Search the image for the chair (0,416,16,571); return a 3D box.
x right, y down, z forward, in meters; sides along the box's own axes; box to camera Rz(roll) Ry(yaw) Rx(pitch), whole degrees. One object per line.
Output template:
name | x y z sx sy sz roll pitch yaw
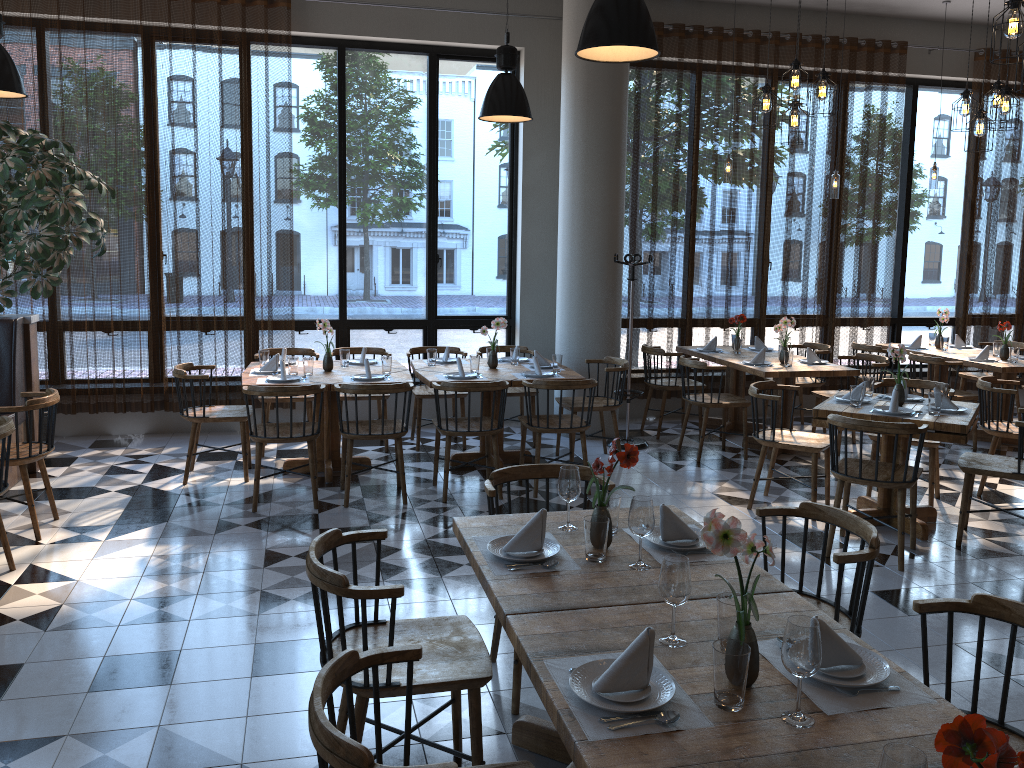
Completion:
chair | -2.736 0.601 4.339 0.550 0.813 0.522 -1 8 -13

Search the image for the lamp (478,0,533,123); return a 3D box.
lamp | -0.030 -2.788 6.143 0.391 1.855 0.392 -4 8 -36

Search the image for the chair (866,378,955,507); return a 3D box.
chair | 2.739 0.405 6.131 0.520 0.813 0.551 6 9 31

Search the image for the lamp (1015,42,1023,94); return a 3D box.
lamp | 2.402 -2.351 3.898 0.175 2.060 0.176 2 7 4

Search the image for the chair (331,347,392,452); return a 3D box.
chair | -1.270 0.127 7.440 0.519 0.813 0.552 -1 8 -13

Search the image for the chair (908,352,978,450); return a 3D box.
chair | 3.799 0.145 7.860 0.550 0.813 0.522 -1 8 -13

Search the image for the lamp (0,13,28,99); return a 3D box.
lamp | -3.209 -2.720 5.389 0.390 1.855 0.392 1 7 -1

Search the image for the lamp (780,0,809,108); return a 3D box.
lamp | 1.932 -2.913 5.897 0.175 2.060 0.176 -3 8 -27

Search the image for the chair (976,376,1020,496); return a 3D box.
chair | 3.603 0.387 6.336 0.550 0.813 0.521 6 9 31

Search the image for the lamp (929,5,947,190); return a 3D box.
lamp | 4.115 -2.862 8.508 0.078 1.954 0.078 0 7 -6

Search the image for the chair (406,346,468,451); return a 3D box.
chair | -0.637 0.113 7.590 0.519 0.813 0.552 -1 8 -13

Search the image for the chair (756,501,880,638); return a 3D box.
chair | 0.939 0.869 3.056 0.550 0.813 0.522 -1 8 -13

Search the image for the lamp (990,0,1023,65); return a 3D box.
lamp | 2.390 -2.557 4.091 0.175 2.060 0.176 0 7 -7

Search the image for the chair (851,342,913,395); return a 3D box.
chair | 3.604 0.011 8.675 0.550 0.813 0.522 -1 8 -13

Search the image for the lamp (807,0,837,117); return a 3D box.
lamp | 2.134 -2.860 5.949 0.175 2.060 0.175 -4 9 -38

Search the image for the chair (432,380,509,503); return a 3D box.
chair | -0.301 0.354 6.127 0.519 0.813 0.552 -1 8 -13

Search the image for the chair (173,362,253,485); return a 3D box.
chair | -2.164 0.271 6.447 0.550 0.813 0.522 -1 8 -13

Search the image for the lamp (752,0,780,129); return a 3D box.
lamp | 1.843 -2.874 6.274 0.175 2.060 0.175 5 8 29

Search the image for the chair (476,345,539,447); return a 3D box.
chair | -0.042 0.101 7.731 0.519 0.813 0.552 -1 8 -13

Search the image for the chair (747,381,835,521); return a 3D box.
chair | 1.852 0.424 5.920 0.550 0.813 0.521 6 9 31

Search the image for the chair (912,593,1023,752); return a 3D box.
chair | 1.139 1.007 2.219 0.550 0.813 0.522 -1 8 -13

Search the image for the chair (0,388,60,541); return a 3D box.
chair | -2.934 0.464 5.168 0.550 0.813 0.522 -1 8 -13

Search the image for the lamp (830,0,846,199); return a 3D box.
lamp | 3.069 -2.727 8.274 0.078 1.954 0.078 4 8 27

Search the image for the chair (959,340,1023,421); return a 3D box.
chair | 4.875 -0.016 8.976 0.550 0.813 0.522 -1 8 -13

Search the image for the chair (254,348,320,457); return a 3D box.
chair | -1.849 0.139 7.303 0.519 0.813 0.552 -1 8 -13

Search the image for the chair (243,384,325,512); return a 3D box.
chair | -1.495 0.380 5.844 0.519 0.813 0.552 -1 8 -13

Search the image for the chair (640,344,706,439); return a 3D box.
chair | 1.462 0.056 8.166 0.550 0.813 0.522 -1 8 -13

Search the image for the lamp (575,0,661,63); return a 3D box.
lamp | 0.497 -2.424 3.938 0.390 1.855 0.392 -2 8 -26

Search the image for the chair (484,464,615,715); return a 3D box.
chair | 0.159 0.782 3.518 0.519 0.813 0.552 -1 8 -13

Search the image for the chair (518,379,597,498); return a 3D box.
chair | 0.312 0.341 6.273 0.519 0.813 0.552 -1 8 -13

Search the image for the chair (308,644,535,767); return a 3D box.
chair | -0.154 1.035 1.912 0.550 0.813 0.522 -1 8 -13

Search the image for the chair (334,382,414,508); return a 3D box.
chair | -0.934 0.368 5.977 0.519 0.813 0.552 -1 8 -13

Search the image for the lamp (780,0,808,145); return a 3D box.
lamp | 2.005 -2.718 6.142 0.175 2.060 0.176 -3 8 -27

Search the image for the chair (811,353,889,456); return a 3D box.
chair | 2.927 0.164 7.652 0.550 0.813 0.522 -1 8 -13

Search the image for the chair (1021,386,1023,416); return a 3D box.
chair | 5.069 0.118 8.161 0.550 0.813 0.522 -1 8 -13

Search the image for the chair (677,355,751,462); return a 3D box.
chair | 1.657 0.191 7.351 0.550 0.813 0.522 -1 8 -13

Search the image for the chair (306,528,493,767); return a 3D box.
chair | -0.354 0.897 2.750 0.550 0.813 0.522 -1 8 -13

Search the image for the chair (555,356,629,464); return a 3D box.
chair | 0.646 0.212 7.114 0.550 0.813 0.522 -1 8 -13

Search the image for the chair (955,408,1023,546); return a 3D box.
chair | 2.949 0.550 5.250 0.550 0.813 0.521 6 9 31

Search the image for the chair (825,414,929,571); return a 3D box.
chair | 2.062 0.569 5.040 0.520 0.813 0.551 6 9 31

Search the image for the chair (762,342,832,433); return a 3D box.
chair | 2.732 0.029 8.467 0.550 0.813 0.522 -1 8 -13

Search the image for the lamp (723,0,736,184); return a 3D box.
lamp | 1.992 -2.809 8.005 0.078 1.954 0.078 -4 9 -38
